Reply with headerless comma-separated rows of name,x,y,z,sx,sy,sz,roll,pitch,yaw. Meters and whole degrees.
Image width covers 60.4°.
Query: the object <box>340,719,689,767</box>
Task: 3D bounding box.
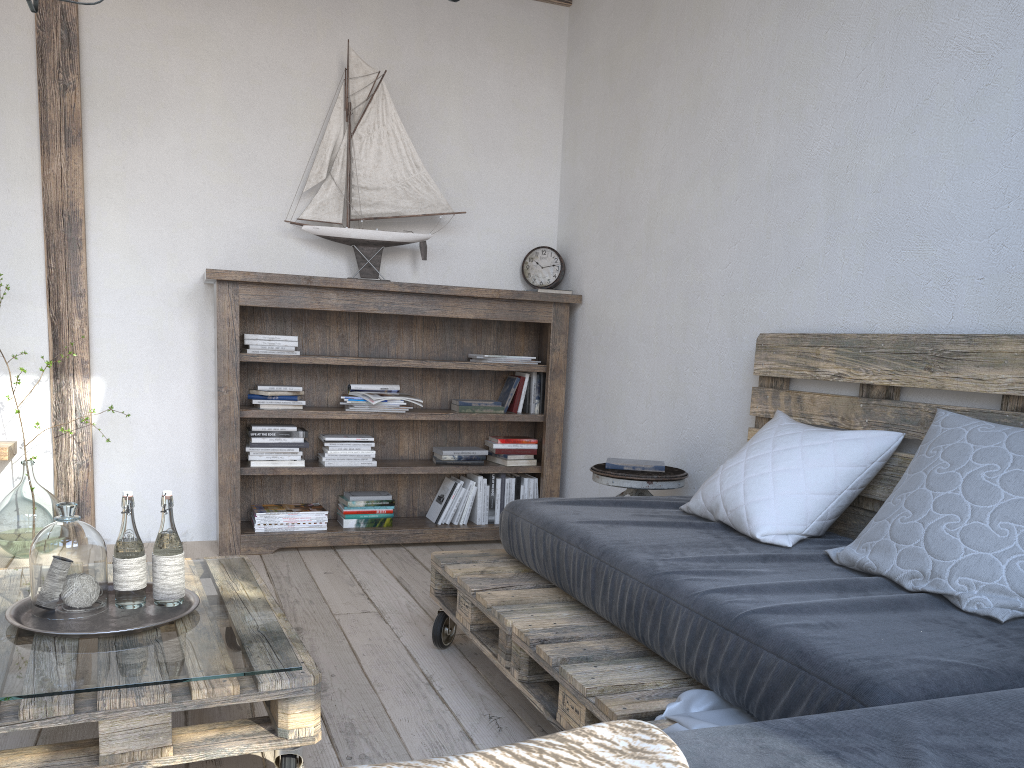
object,-0.363,0.616,0.770,1.008,0.482,0.800,3,4,9

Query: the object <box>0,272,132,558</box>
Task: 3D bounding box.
object,-1.825,0.137,3.549,0.514,1.140,0.271,-3,11,-34

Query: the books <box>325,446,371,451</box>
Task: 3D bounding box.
books,-0.738,0.282,3.943,0.184,0.019,0.137,2,3,-21

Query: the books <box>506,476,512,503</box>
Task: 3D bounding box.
books,-0.041,0.553,4.262,0.017,0.224,0.154,-1,8,-21

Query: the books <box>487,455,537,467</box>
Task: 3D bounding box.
books,-0.003,0.365,4.237,0.161,0.031,0.216,1,3,-28

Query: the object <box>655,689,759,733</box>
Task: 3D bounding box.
object,0.256,0.706,1.303,0.707,0.281,0.499,0,5,-36

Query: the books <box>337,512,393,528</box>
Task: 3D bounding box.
books,-0.678,0.622,4.046,0.223,0.039,0.171,2,3,-21

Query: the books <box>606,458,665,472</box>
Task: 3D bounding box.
books,0.439,0.288,3.134,0.204,0.021,0.148,3,3,8

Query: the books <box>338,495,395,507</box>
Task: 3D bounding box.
books,-0.670,0.535,4.048,0.221,0.025,0.172,1,3,-26

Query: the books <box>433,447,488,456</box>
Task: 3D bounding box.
books,-0.246,0.317,4.154,0.228,0.024,0.150,1,3,-25

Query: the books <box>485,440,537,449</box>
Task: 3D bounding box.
books,-0.006,0.291,4.230,0.219,0.021,0.155,2,3,-17

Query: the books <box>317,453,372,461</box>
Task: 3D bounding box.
books,-0.752,0.328,3.952,0.219,0.017,0.155,2,3,-21

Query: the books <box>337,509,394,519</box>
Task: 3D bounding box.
books,-0.675,0.593,4.041,0.224,0.021,0.155,1,3,-25

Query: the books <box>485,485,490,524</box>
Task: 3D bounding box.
books,-0.141,0.568,4.212,0.018,0.188,0.137,-1,8,-21

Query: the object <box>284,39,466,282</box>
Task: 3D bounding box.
object,-0.576,-0.941,3.799,0.790,1.010,0.138,1,9,-16

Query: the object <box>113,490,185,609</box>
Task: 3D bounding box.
object,-0.834,0.378,2.021,0.154,0.272,0.070,0,9,-20

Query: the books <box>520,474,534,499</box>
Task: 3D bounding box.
books,0.065,0.557,4.288,0.021,0.223,0.155,-1,8,-21

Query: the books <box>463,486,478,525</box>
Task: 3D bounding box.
books,-0.217,0.566,4.183,0.065,0.186,0.137,-1,8,-21

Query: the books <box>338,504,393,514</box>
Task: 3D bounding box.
books,-0.674,0.572,4.037,0.224,0.021,0.155,2,3,-20

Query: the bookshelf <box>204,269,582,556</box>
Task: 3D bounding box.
bookshelf,-0.527,0.150,3.989,1.624,1.196,0.342,1,9,-21

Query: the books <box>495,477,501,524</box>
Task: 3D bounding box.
books,-0.093,0.552,4.232,0.021,0.223,0.155,-1,8,-21

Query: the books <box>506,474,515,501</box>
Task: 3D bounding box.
books,-0.025,0.553,4.273,0.021,0.223,0.155,-1,8,-21

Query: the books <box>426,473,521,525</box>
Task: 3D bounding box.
books,-0.185,0.535,4.217,0.411,0.253,0.198,1,7,-20

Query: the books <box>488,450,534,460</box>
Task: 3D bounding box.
books,-0.011,0.339,4.236,0.149,0.021,0.202,1,3,-32

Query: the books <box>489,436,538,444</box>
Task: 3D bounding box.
books,0.003,0.269,4.251,0.202,0.020,0.141,2,3,-21

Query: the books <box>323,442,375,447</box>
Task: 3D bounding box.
books,-0.739,0.264,3.969,0.219,0.017,0.155,2,3,-16

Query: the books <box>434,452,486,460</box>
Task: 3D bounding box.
books,-0.249,0.339,4.158,0.211,0.023,0.157,2,3,-21

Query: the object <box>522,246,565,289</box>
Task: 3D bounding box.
object,0.150,-0.551,4.210,0.204,0.213,0.081,4,9,15

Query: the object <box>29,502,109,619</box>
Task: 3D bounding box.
object,-0.989,0.385,1.965,0.154,0.251,0.154,8,9,37

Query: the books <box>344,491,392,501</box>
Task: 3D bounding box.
books,-0.661,0.513,4.043,0.199,0.021,0.131,2,3,-22

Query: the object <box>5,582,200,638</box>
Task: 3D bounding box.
object,-0.909,0.505,1.972,0.395,0.022,0.389,3,2,-1

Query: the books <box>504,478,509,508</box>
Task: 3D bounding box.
books,-0.053,0.553,4.241,0.017,0.224,0.154,-1,8,-21

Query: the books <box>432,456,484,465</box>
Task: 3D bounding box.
books,-0.257,0.363,4.157,0.228,0.024,0.150,2,3,-12

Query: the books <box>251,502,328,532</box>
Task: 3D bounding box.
books,-0.989,0.589,3.911,0.316,0.089,0.234,2,4,-21

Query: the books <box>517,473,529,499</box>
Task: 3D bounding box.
books,0.038,0.555,4.296,0.021,0.223,0.155,-1,8,-21

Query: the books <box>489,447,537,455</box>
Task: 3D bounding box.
books,0.003,0.315,4.232,0.203,0.027,0.159,2,3,-13

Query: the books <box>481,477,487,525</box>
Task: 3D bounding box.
books,-0.157,0.550,4.202,0.017,0.224,0.154,-1,8,-21

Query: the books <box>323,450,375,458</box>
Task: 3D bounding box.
books,-0.734,0.312,3.955,0.219,0.017,0.155,2,3,-16

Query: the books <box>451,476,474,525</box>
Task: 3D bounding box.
books,-0.250,0.550,4.172,0.090,0.215,0.154,-1,8,-21

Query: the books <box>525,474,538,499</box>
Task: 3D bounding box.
books,0.092,0.558,4.296,0.036,0.224,0.154,-1,8,-21

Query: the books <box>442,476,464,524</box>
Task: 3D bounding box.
books,-0.306,0.550,4.188,0.107,0.209,0.154,0,8,-21

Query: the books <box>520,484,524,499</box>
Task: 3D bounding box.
books,0.024,0.573,4.274,0.018,0.188,0.137,-1,8,-21

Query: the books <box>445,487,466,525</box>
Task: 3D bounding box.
books,-0.284,0.567,4.164,0.094,0.178,0.137,0,7,-21

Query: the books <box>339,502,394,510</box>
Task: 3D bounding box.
books,-0.669,0.554,4.050,0.230,0.013,0.171,2,3,-18
